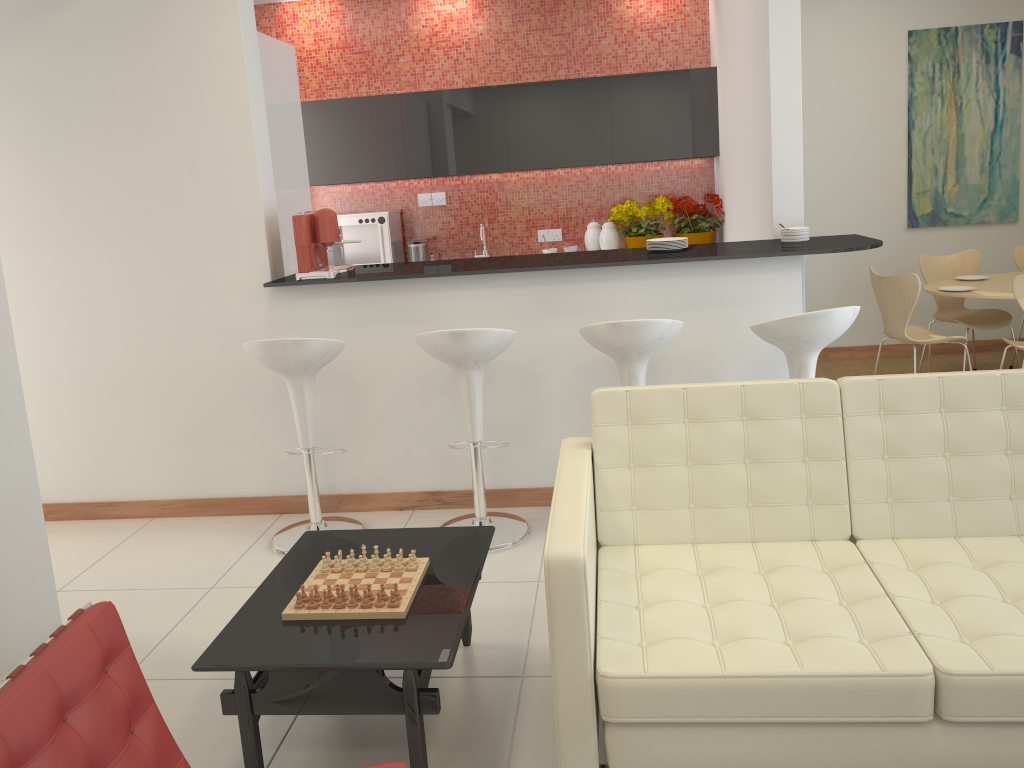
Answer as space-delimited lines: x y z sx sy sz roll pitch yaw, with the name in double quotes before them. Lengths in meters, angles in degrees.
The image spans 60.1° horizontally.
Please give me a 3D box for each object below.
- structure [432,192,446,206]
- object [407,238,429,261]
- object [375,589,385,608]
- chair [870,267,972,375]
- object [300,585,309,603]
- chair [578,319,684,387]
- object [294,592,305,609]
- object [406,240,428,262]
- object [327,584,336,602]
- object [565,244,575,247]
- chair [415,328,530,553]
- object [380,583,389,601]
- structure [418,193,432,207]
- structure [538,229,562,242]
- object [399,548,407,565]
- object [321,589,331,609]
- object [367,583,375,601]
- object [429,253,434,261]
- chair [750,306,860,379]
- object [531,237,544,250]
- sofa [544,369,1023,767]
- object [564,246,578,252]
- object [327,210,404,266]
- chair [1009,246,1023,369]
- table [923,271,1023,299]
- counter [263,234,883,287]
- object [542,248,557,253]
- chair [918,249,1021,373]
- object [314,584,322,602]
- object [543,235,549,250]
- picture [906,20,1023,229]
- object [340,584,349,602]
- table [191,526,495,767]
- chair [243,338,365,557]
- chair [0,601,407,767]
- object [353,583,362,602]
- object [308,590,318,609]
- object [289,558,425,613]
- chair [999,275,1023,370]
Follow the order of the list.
"structure" -0.607 -1.537 7.350 0.114 0.103 0.009 -3 10 7
"object" -0.775 -1.093 7.355 0.172 0.213 0.174 1 12 25
"object" -0.381 0.612 2.541 0.030 0.052 0.030 -2 11 14
"chair" 2.600 -0.295 5.658 0.516 0.898 0.526 -6 11 -9
"object" -0.615 0.615 2.608 0.030 0.049 0.030 -1 11 14
"chair" 0.554 0.180 3.962 0.457 1.011 0.469 -1 11 17
"object" -0.619 0.627 2.569 0.030 0.043 0.030 -1 11 14
"object" -0.760 -1.041 7.123 0.172 0.213 0.174 1 12 25
"object" -0.535 0.611 2.599 0.030 0.049 0.030 -1 11 14
"object" 0.472 -1.114 7.123 0.008 0.009 0.236 3 14 30
"chair" -0.171 0.213 4.045 0.457 1.011 0.469 -1 11 17
"object" -0.377 0.604 2.581 0.030 0.049 0.030 -1 11 14
"structure" -0.725 -1.531 7.361 0.114 0.103 0.013 -3 10 7
"structure" 0.313 -1.225 7.303 0.198 0.098 0.017 -3 10 7
"object" -0.352 0.547 2.816 0.030 0.052 0.030 -4 11 -1
"object" -0.540 0.618 2.559 0.030 0.054 0.030 -2 11 14
"object" -0.416 0.606 2.585 0.030 0.049 0.030 -1 11 14
"object" -0.656 -1.032 7.274 0.037 0.091 0.037 -3 10 7
"chair" 1.282 0.146 3.881 0.457 1.011 0.469 -5 10 -7
"object" 0.233 -1.073 6.987 0.164 0.176 0.011 0 11 20
"sofa" 1.413 0.504 2.456 2.563 0.913 1.012 -3 12 7
"object" 0.473 -1.066 7.122 0.121 0.083 0.122 -10 13 -28
"object" -1.293 -1.150 7.210 0.722 0.466 0.440 -3 11 7
"chair" 3.855 -0.513 6.219 0.521 0.898 0.521 -2 11 11
"table" 3.864 -0.315 5.734 2.261 0.722 1.294 -2 12 7
"counter" 0.305 -0.629 4.476 2.963 0.019 0.744 -3 13 7
"object" 0.300 -1.021 6.980 0.121 0.083 0.122 2 13 26
"chair" 3.189 -0.462 6.204 0.522 0.898 0.520 -7 11 -14
"object" -0.575 0.613 2.604 0.030 0.049 0.030 -1 11 14
"object" 0.282 -1.087 7.027 0.009 0.193 0.141 -8 12 -23
"picture" 3.928 -2.001 6.775 1.738 1.492 0.020 -3 10 7
"object" -0.496 0.610 2.594 0.030 0.049 0.030 -1 11 14
"table" -0.438 0.826 2.766 0.700 0.418 0.927 -3 12 7
"chair" -0.959 0.249 4.136 0.457 1.011 0.469 -1 11 17
"chair" -0.574 0.907 1.581 0.706 0.809 0.707 -4 11 2
"object" -0.456 0.608 2.590 0.030 0.049 0.030 -1 11 14
"object" -0.579 0.621 2.564 0.030 0.052 0.030 -2 11 14
"object" -0.464 0.609 2.694 0.346 0.001 0.353 -3 13 7
"chair" 3.143 -0.220 5.163 0.521 0.898 0.521 -2 11 14
